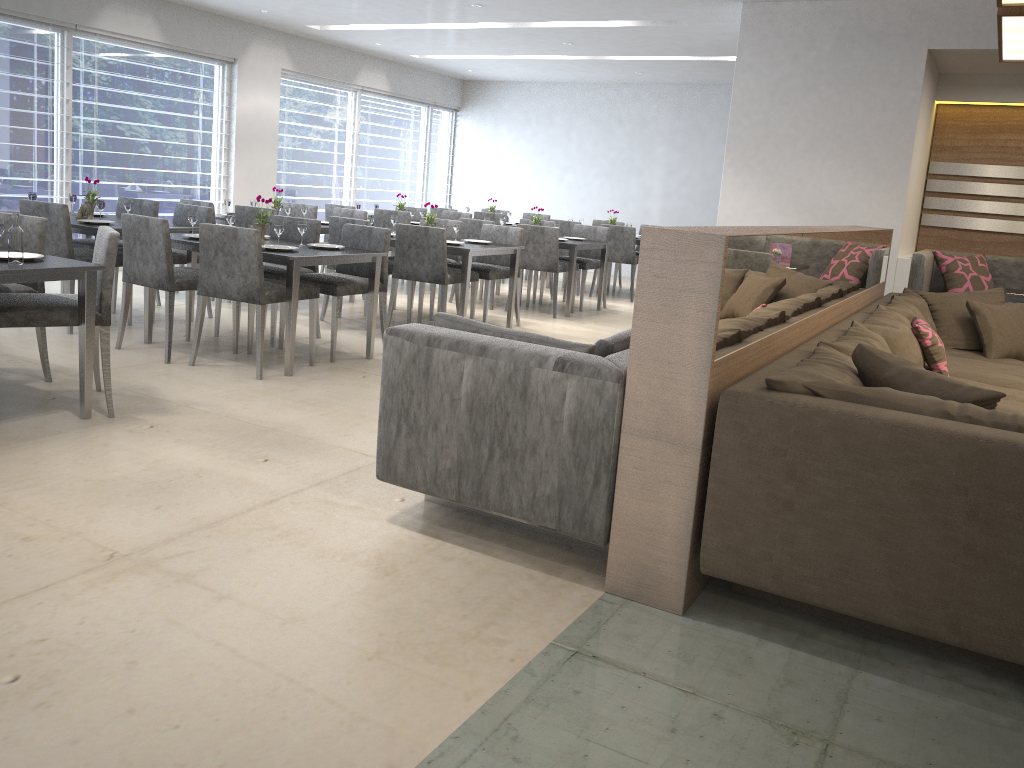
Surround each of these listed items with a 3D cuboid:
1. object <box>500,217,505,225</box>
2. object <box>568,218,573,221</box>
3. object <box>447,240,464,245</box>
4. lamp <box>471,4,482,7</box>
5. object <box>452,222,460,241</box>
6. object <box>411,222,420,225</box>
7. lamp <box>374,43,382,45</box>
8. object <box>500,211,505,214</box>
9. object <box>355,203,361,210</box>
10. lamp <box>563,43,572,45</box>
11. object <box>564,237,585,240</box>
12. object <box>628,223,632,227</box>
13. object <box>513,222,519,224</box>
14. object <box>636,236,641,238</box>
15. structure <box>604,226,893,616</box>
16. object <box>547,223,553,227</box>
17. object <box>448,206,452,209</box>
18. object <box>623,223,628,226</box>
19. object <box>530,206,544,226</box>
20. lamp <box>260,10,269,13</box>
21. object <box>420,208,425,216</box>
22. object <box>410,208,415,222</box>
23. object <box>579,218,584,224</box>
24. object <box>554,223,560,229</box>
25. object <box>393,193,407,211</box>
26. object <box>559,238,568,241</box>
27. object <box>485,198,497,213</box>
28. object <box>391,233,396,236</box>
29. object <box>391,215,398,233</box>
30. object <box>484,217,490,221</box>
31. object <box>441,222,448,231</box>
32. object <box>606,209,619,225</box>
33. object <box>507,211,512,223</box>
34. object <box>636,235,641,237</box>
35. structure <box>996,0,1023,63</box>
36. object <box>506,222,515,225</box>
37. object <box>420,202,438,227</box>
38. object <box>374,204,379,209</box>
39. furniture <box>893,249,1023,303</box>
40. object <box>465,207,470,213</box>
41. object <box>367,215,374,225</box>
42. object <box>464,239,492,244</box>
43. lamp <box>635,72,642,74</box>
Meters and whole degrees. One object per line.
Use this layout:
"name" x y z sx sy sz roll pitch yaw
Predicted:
"object" -0.095 -1.512 8.373 0.053 0.137 0.054 3 9 -14
"object" 0.638 -1.748 9.687 0.053 0.137 0.054 3 9 -14
"object" -0.443 -1.000 6.260 0.218 0.015 0.218 11 14 27
"lamp" -0.289 -3.083 7.206 0.089 0.007 0.090 1 13 -16
"object" -0.418 -1.142 6.619 0.053 0.137 0.054 3 9 -14
"object" -0.935 -1.540 8.463 0.217 0.015 0.219 6 13 6
"lamp" -1.486 -3.773 9.812 0.089 0.007 0.090 1 13 -16
"object" -0.111 -1.915 10.150 0.053 0.137 0.054 3 9 -14
"object" -1.543 -1.741 8.852 0.053 0.137 0.054 3 9 -14
"lamp" 0.550 -3.354 8.712 0.089 0.007 0.090 1 13 -16
"object" 0.574 -1.328 8.084 0.217 0.015 0.219 7 13 8
"object" 1.282 -1.690 9.669 0.053 0.137 0.054 3 9 -14
"object" 0.115 -1.878 10.348 0.216 0.015 0.220 3 13 -9
"object" 1.250 -1.546 9.297 0.217 0.015 0.219 7 13 8
"structure" 1.307 -0.192 3.954 0.225 0.995 3.804 9 13 28
"object" 0.333 -1.362 7.870 0.053 0.137 0.054 3 9 -14
"object" -0.732 -2.029 10.426 0.053 0.137 0.054 3 9 -14
"object" 1.207 -1.644 9.438 0.053 0.137 0.054 3 9 -14
"object" 0.217 -1.476 8.023 0.155 0.273 0.105 9 10 25
"lamp" -2.324 -3.502 8.307 0.089 0.007 0.090 1 13 -16
"object" -0.898 -1.683 8.834 0.053 0.137 0.054 3 9 -14
"object" -0.973 -1.637 8.603 0.053 0.137 0.054 3 9 -14
"object" 0.779 -1.794 9.941 0.053 0.137 0.054 3 9 -14
"object" 0.408 -1.408 8.101 0.053 0.137 0.054 3 9 -14
"object" -1.105 -1.748 8.738 0.155 0.273 0.105 9 10 25
"object" 0.387 -1.268 7.748 0.217 0.015 0.219 7 13 8
"object" -0.242 -2.027 10.287 0.155 0.273 0.105 9 10 25
"object" -0.952 -1.105 6.536 0.218 0.015 0.218 11 14 27
"object" -0.920 -1.245 6.891 0.053 0.137 0.054 3 9 -14
"object" -0.236 -1.466 8.119 0.053 0.137 0.054 3 9 -14
"object" -0.492 -1.096 6.388 0.053 0.137 0.054 3 9 -14
"object" 1.080 -1.755 9.572 0.155 0.273 0.105 9 10 25
"object" -0.036 -1.961 10.382 0.053 0.137 0.054 3 9 -14
"object" 1.437 -1.606 9.633 0.219 0.015 0.218 17 17 42
"structure" 2.947 -1.514 2.779 2.460 0.611 2.462 11 14 28
"object" -0.072 -1.818 10.012 0.217 0.015 0.219 6 13 6
"object" -0.612 -1.209 6.535 0.155 0.273 0.105 9 10 25
"object" -1.401 -1.787 9.106 0.053 0.137 0.054 3 9 -14
"furniture" 4.614 0.163 3.948 5.679 0.843 4.290 11 14 28
"object" -0.539 -2.065 10.654 0.053 0.137 0.054 3 9 -14
"object" -1.062 -1.200 6.637 0.053 0.137 0.054 2 10 -19
"object" -0.256 -1.060 6.596 0.217 0.015 0.220 1 13 -15
"lamp" 1.489 -3.657 10.398 0.089 0.007 0.090 1 13 -16
